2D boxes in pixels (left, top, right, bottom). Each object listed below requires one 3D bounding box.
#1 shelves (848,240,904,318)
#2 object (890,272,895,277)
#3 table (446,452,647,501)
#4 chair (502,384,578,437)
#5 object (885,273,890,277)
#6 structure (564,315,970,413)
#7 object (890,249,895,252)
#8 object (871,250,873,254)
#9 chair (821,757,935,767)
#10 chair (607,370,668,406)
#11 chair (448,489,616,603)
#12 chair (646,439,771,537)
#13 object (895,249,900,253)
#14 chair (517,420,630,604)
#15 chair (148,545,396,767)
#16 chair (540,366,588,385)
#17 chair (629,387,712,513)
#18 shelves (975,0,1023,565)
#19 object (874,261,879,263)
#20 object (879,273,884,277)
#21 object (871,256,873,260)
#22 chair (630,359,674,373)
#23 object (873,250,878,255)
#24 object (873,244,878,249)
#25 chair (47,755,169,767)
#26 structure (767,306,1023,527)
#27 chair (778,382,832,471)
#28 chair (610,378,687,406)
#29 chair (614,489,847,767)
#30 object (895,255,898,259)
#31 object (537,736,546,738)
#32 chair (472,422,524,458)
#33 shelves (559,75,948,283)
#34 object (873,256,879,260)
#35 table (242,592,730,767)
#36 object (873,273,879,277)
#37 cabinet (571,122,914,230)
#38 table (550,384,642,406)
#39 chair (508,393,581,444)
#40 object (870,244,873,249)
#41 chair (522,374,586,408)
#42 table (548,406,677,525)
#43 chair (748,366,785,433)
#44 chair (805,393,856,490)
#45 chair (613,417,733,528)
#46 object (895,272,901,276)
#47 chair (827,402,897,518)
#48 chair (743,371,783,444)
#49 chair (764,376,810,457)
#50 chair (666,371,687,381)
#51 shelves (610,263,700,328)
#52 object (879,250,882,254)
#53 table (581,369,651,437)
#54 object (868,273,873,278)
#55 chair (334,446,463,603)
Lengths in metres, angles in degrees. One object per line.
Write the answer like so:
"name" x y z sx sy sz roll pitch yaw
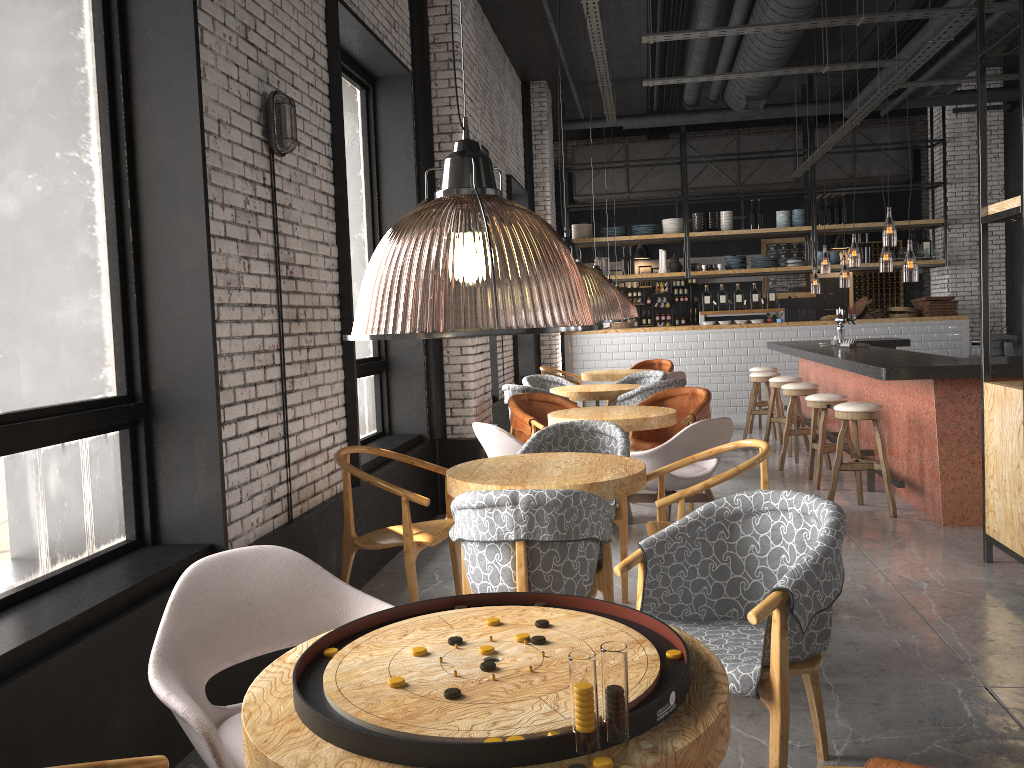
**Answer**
"shelves" 6.737 -1.549 16.403 0.889 2.146 0.251 -2 3 9
"object" 6.990 -2.016 16.287 0.079 0.079 0.284 -2 4 9
"table" 0.175 0.797 4.190 0.933 0.809 0.932 -5 4 -34
"chair" 0.190 0.447 8.455 0.644 0.928 0.681 -5 4 -37
"object" 6.895 -2.012 16.286 0.079 0.079 0.284 -2 4 9
"structure" 3.799 -0.280 13.868 5.799 1.344 1.513 -2 4 9
"object" 6.969 -2.433 16.241 0.079 0.079 0.284 -2 4 9
"object" 6.597 -2.422 16.308 0.079 0.079 0.284 -2 4 9
"chair" 0.449 0.959 1.139 0.681 0.928 0.644 -4 4 -29
"chair" 1.384 0.334 9.348 0.644 0.928 0.681 -5 4 -37
"chair" 0.057 0.816 3.368 0.681 0.928 0.644 -2 3 8
"chair" 0.948 0.731 4.096 0.644 0.920 0.613 -2 3 1
"object" 7.060 -2.435 16.213 0.079 0.079 0.284 -2 4 9
"chair" 0.395 0.690 4.943 0.681 0.928 0.644 -1 3 18
"chair" -0.576 0.941 2.454 0.771 0.849 0.802 -5 5 -42
"chair" 0.624 0.226 11.359 0.643 0.920 0.613 -1 3 16
"chair" 1.325 0.503 7.022 0.644 0.928 0.681 -6 5 -44
"shelves" 4.377 -1.500 4.382 3.659 5.013 0.691 -2 3 9
"object" 6.699 -2.215 16.304 0.079 0.079 0.284 -2 4 9
"object" 6.804 -2.010 16.316 0.079 0.079 0.284 -2 4 9
"object" 6.602 -2.317 16.313 0.079 0.079 0.284 -2 4 9
"chair" 1.879 0.147 11.690 0.681 0.928 0.644 0 4 31
"object" 6.693 -2.426 16.308 0.079 0.079 0.284 -2 4 9
"object" 6.686 -2.530 16.288 0.079 0.079 0.284 -2 4 9
"chair" -0.602 0.997 1.272 0.612 0.920 0.644 0 4 36
"structure" 5.068 -0.052 8.516 4.310 1.532 5.884 -2 4 9
"chair" 2.679 0.391 8.368 0.439 0.805 0.481 -3 3 -17
"chair" 1.356 0.408 8.328 0.682 0.928 0.644 -5 4 -37
"chair" 0.771 0.830 2.760 0.644 0.928 0.681 -4 4 -32
"object" 7.070 -2.333 16.256 0.079 0.079 0.284 -2 4 9
"object" 0.051 0.576 1.423 0.032 0.010 0.032 -5 5 -30
"chair" 0.140 0.652 6.087 0.803 0.849 0.771 -5 4 -32
"shelves" 3.644 -3.217 13.798 5.676 3.063 0.598 -2 3 9
"object" 6.692 -2.319 16.280 0.079 0.079 0.284 -2 4 9
"table" -0.036 0.896 1.774 0.933 0.972 0.932 -5 4 -39
"object" 6.710 -2.007 16.330 0.079 0.079 0.284 -2 4 9
"cabinet" 4.062 -3.558 16.034 5.863 1.767 0.683 -2 3 9
"table" 0.858 0.439 8.804 0.933 0.809 0.932 -5 4 -34
"chair" 0.279 0.541 7.088 0.682 0.928 0.644 -5 4 -39
"object" 6.596 -2.529 16.322 0.079 0.079 0.284 -2 4 9
"chair" 0.422 0.368 9.427 0.682 0.928 0.644 -5 4 -37
"table" 0.744 0.609 6.486 0.933 0.809 0.932 -5 4 -34
"chair" 3.079 0.187 10.986 0.439 0.805 0.481 -4 3 -22
"chair" 2.678 0.478 7.564 0.480 0.805 0.439 -3 3 -12
"chair" 1.096 0.623 5.936 0.771 0.849 0.802 -4 4 -32
"object" 7.081 -2.017 16.257 0.079 0.079 0.284 -2 4 9
"chair" 2.545 0.536 6.403 0.481 0.805 0.439 -4 4 -32
"chair" 2.895 0.262 10.046 0.480 0.805 0.439 -3 3 -17
"chair" 2.847 0.317 9.307 0.481 0.805 0.439 -5 4 -42
"chair" 1.707 0.264 10.606 0.771 0.849 0.802 -4 4 -32
"shelves" 2.714 -1.535 17.064 1.761 1.480 0.157 -2 3 9
"object" 6.786 -2.429 16.295 0.079 0.079 0.284 -2 4 9
"table" 1.356 0.251 11.156 0.933 0.809 0.932 -5 5 -39
"object" 6.618 -2.005 16.349 0.079 0.079 0.284 -2 4 9
"chair" -0.600 0.772 4.426 0.643 0.920 0.613 -1 3 16
